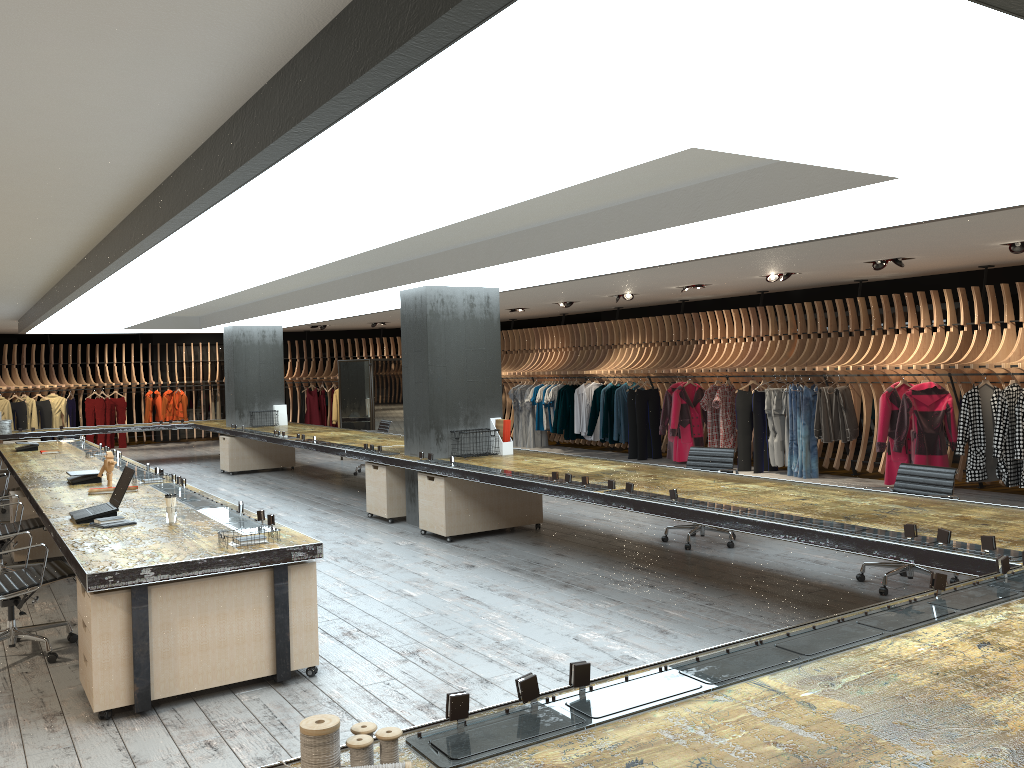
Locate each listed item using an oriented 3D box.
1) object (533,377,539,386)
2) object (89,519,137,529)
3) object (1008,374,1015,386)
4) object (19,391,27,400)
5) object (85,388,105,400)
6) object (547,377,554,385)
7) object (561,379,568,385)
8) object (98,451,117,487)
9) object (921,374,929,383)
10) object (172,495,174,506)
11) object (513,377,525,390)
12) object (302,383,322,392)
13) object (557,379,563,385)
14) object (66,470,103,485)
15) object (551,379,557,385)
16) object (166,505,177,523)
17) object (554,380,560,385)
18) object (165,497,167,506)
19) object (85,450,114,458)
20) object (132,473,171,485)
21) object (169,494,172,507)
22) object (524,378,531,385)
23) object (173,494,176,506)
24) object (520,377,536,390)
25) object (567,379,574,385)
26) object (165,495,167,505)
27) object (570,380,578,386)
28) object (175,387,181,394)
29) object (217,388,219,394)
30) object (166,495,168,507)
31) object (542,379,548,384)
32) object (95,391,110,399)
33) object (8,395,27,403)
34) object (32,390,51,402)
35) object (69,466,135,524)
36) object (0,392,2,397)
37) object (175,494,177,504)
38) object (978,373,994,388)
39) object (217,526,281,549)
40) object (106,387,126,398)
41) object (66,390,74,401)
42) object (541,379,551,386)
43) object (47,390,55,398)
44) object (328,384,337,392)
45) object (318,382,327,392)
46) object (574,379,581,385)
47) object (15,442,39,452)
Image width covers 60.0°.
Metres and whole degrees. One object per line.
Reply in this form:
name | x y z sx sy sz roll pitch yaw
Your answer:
object | 0.506 -0.010 18.331 0.012 0.270 0.525 -2 1 43
object | -2.507 0.876 5.573 0.219 0.019 0.213 -1 2 43
object | 5.687 0.005 10.072 0.525 0.270 0.012 -2 0 -32
object | -10.912 0.286 19.834 0.525 0.270 0.012 -1 0 13
object | -9.841 0.233 20.917 0.525 0.270 0.012 -1 0 13
object | 0.787 -0.008 17.861 0.525 0.270 0.012 -2 0 -27
object | 1.029 0.001 17.448 0.524 0.284 0.014 -2 0 -22
object | -3.414 0.723 7.551 0.320 0.300 0.097 -1 1 42
object | 5.115 0.005 10.969 0.525 0.270 0.012 -2 0 -2
object | -2.138 0.780 5.576 0.030 0.170 0.007 -2 0 15
object | 0.247 -0.010 18.705 0.525 0.270 0.012 -2 0 -17
object | -5.040 0.071 22.334 0.525 0.270 0.012 -2 0 -32
object | 0.950 -0.011 17.602 0.012 0.270 0.525 -2 1 43
object | -3.822 0.833 7.927 0.262 0.088 0.373 -2 1 -32
object | 0.854 -0.003 17.800 0.523 0.290 0.013 -2 1 -37
object | -2.148 0.825 5.594 0.061 0.111 0.061 -2 0 2
object | 0.901 0.000 17.706 0.524 0.285 0.013 -2 1 -37
object | -2.172 0.781 5.590 0.007 0.170 0.030 -2 0 44
object | -4.865 0.826 10.477 0.302 0.071 0.209 -2 1 -38
object | -3.150 0.832 7.752 0.302 0.074 0.217 -2 1 -38
object | -2.157 0.780 5.613 0.030 0.170 0.007 -2 0 34
object | 0.318 -0.010 18.579 0.525 0.270 0.012 -2 1 -42
object | -2.131 0.780 5.584 0.030 0.170 0.007 -2 0 -12
object | 0.397 -0.010 18.467 0.525 0.270 0.012 -2 0 -17
object | 1.145 -0.005 17.302 0.525 0.270 0.012 -2 0 -32
object | -2.168 0.781 5.581 0.007 0.170 0.030 -2 0 17
object | 1.199 -0.005 17.240 0.525 0.270 0.012 -2 0 -32
object | -8.226 0.169 21.873 0.525 0.270 0.012 -1 1 38
object | -7.350 0.141 22.178 0.012 0.270 0.525 -2 1 -12
object | -2.165 0.781 5.577 0.007 0.170 0.030 -2 0 5
object | 0.668 -0.008 18.070 0.525 0.270 0.012 -2 0 -7
object | -9.708 0.227 21.017 0.525 0.270 0.012 -1 0 28
object | -11.024 0.291 19.670 0.525 0.270 0.012 -2 0 3
object | -10.707 0.275 20.061 0.525 0.270 0.012 -2 0 -7
object | -2.714 0.727 5.868 0.365 0.316 0.373 -2 1 -32
object | -11.205 0.302 19.419 0.525 0.270 0.012 -1 0 23
object | -2.129 0.780 5.593 0.030 0.170 0.007 -2 0 -39
object | 5.537 0.004 10.362 0.525 0.270 0.012 -2 0 -12
object | -1.435 0.839 4.846 0.302 0.074 0.217 -2 1 -38
object | -9.474 0.217 21.186 0.525 0.270 0.012 -1 0 8
object | -10.240 0.248 20.566 0.012 0.270 0.525 -2 1 -7
object | 0.707 0.000 17.936 0.524 0.288 0.015 -2 0 -22
object | -10.510 0.263 20.300 0.525 0.270 0.012 -2 0 -7
object | -4.466 0.056 22.266 0.012 0.270 0.525 -2 1 23
object | -4.773 0.064 22.307 0.012 0.270 0.525 -2 1 -37
object | 1.255 -0.005 17.124 0.525 0.270 0.012 -2 0 -27
object | -6.401 0.821 11.701 0.261 0.111 0.373 -2 1 -32
